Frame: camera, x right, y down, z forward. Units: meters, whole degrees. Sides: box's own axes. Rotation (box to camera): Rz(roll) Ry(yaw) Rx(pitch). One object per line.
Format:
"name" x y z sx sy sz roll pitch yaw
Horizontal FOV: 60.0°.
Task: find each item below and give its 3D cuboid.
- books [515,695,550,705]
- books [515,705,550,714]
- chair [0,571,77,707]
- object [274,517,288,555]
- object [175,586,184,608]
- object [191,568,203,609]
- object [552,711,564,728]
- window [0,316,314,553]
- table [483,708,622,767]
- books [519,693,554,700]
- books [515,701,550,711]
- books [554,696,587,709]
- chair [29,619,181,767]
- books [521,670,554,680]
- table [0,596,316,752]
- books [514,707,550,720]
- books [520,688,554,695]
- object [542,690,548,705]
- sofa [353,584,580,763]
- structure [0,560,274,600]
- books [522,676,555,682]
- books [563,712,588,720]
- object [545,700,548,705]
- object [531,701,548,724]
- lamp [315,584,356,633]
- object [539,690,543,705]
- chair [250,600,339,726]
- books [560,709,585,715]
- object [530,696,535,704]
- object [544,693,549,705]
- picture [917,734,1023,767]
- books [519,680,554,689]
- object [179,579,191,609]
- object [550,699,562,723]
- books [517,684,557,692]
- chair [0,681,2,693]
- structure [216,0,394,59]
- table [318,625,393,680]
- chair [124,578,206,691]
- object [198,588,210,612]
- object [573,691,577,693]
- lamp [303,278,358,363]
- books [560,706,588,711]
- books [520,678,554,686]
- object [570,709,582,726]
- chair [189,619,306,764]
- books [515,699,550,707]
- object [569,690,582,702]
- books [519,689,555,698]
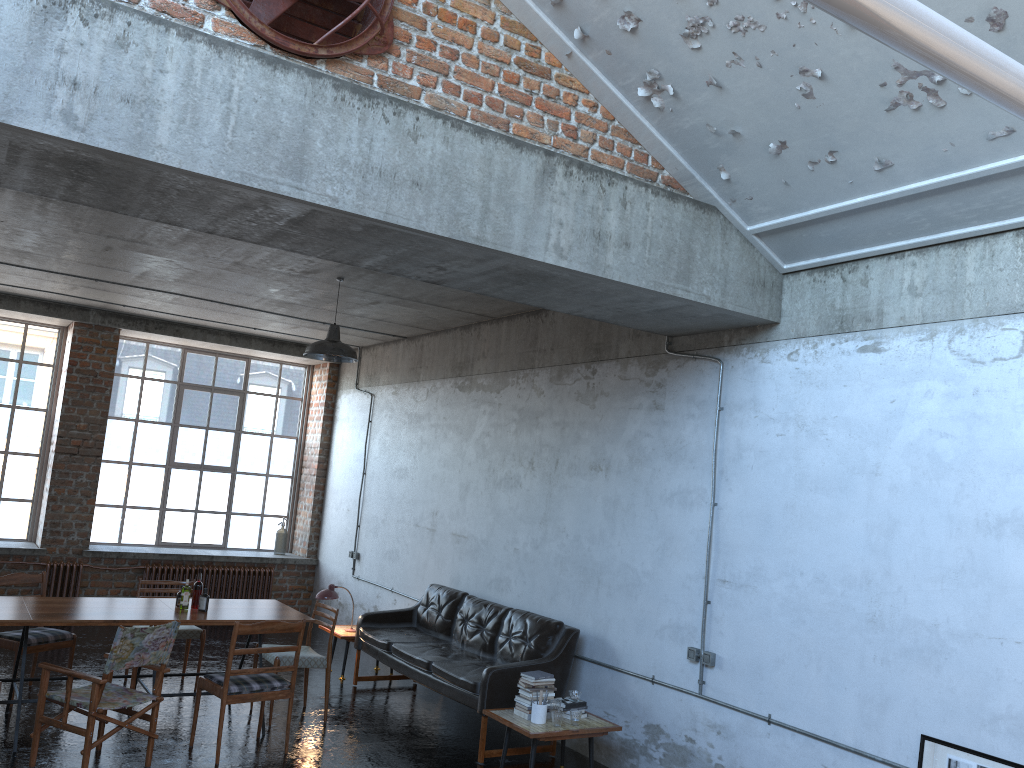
"books" 0.176 2.359 6.637 0.245 0.028 0.193 10 -8 -37
"books" 0.172 2.419 6.612 0.249 0.023 0.175 10 -8 -36
"chair" -4.112 2.156 7.539 0.509 1.028 0.573 3 -7 22
"object" -3.375 2.226 13.001 0.172 0.551 0.172 4 -7 12
"object" -2.725 1.751 7.310 0.077 0.173 0.077 -1 -9 43
"object" -2.588 1.685 7.311 0.075 0.324 0.075 6 -7 -7
"object" 0.325 2.409 6.369 0.092 0.099 0.092 1 -8 35
"window" -2.642 2.926 14.251 19.864 12.900 0.747 9 -8 -32
"table" 0.274 2.702 6.545 0.811 0.458 0.649 9 -8 -32
"books" 0.187 2.335 6.641 0.221 0.023 0.147 10 -8 -33
"books" 0.174 2.396 6.614 0.249 0.023 0.175 9 -8 -31
"books" 0.423 2.413 6.720 0.225 0.029 0.179 11 -9 -40
"chair" -2.752 2.091 6.010 0.713 1.031 0.574 2 -7 28
"books" 0.189 2.187 6.662 0.201 0.024 0.159 11 -9 -42
"table" -3.246 2.200 6.865 3.112 0.917 1.067 9 -8 -32
"books" 0.167 2.451 6.608 0.248 0.043 0.192 9 -8 -32
"books" 0.189 2.293 6.644 0.205 0.022 0.155 10 -8 -37
"object" 0.230 2.330 6.475 0.052 0.185 0.009 9 -8 -30
"sofa" -0.535 2.504 8.139 0.929 1.045 2.610 9 -8 -32
"structure" -5.581 2.558 11.026 5.349 0.713 0.232 9 -8 -32
"books" 0.197 2.208 6.654 0.205 0.020 0.155 9 -8 -32
"books" 0.420 2.491 6.713 0.243 0.034 0.179 0 -9 41
"object" 0.225 2.367 6.437 0.068 0.159 0.009 8 -7 -19
"object" 0.197 2.386 6.431 0.110 0.137 0.110 9 -8 -32
"lamp" -1.846 2.355 9.343 0.496 0.492 0.220 11 -9 -40
"object" 0.206 2.348 6.480 0.023 0.204 0.037 4 -7 7
"chair" -1.873 2.399 7.692 0.577 0.971 0.589 9 -8 -32
"books" 0.413 2.462 6.717 0.227 0.024 0.166 0 -8 37
"object" 0.176 2.348 6.435 0.137 0.190 0.009 9 -8 -29
"object" 0.235 2.337 6.463 0.062 0.169 0.009 9 -8 -32
"picture" 2.403 2.392 4.430 0.135 0.994 0.889 9 -8 -32
"books" 0.181 2.250 6.642 0.231 0.023 0.162 7 -7 -16
"object" -2.655 1.711 7.219 0.070 0.235 0.041 9 -8 -32
"object" 0.313 2.393 6.485 0.087 0.155 0.087 1 -8 31
"books" 0.186 2.272 6.644 0.244 0.019 0.174 9 -8 -32
"chair" -3.683 1.984 5.722 0.573 1.028 0.509 7 -7 -12
"structure" -1.095 -2.198 4.561 1.058 1.096 0.808 9 -8 -32
"table" -1.595 2.870 9.492 0.811 0.458 0.649 9 -8 -32
"chair" -3.230 2.341 8.280 0.589 0.971 0.577 9 -8 -32
"object" -2.502 1.755 7.211 0.097 0.180 0.051 2 -8 30
"object" 0.478 2.364 6.732 0.065 0.060 0.081 0 -9 40
"lamp" -1.626 -0.677 8.214 0.502 0.891 0.502 9 -7 -27
"books" 0.425 2.440 6.727 0.243 0.024 0.175 10 -8 -36
"books" 0.190 2.230 6.661 0.209 0.023 0.167 10 -8 -38
"object" 0.462 2.431 6.454 0.092 0.099 0.092 1 -8 35
"chair" -1.981 2.251 6.648 0.573 1.028 0.509 11 -9 -42
"books" 0.176 2.380 6.634 0.255 0.014 0.192 9 -8 -29
"object" 0.478 2.370 6.731 0.103 0.068 0.103 1 -8 31
"books" 0.185 2.315 6.647 0.224 0.021 0.158 9 -8 -32
